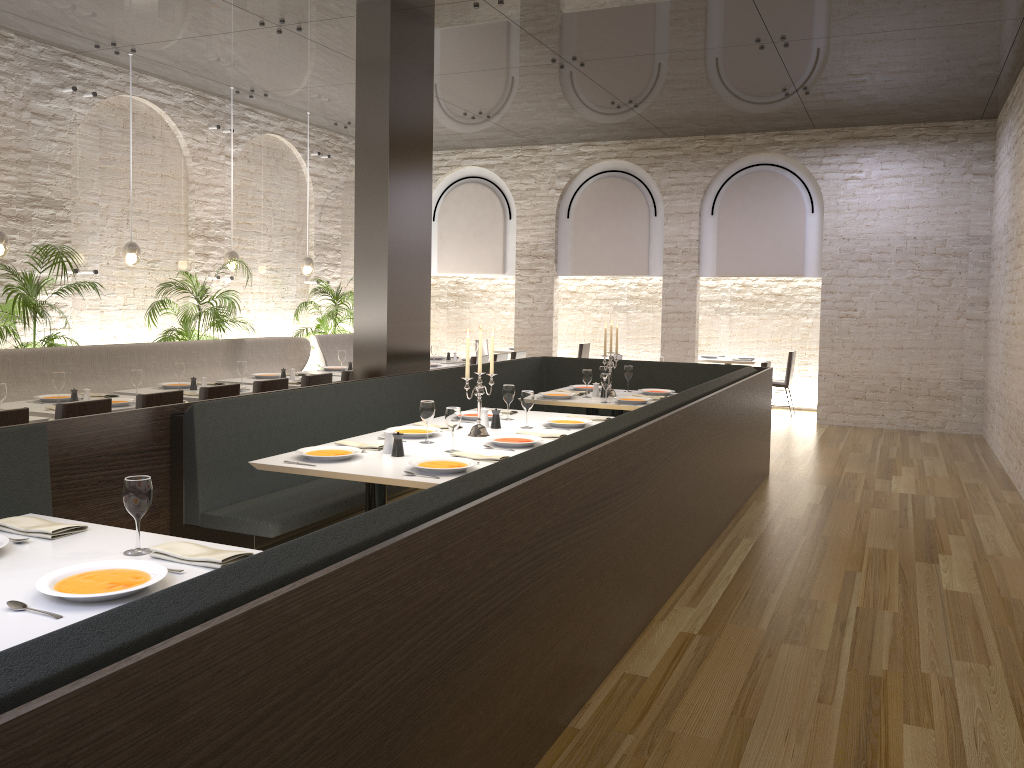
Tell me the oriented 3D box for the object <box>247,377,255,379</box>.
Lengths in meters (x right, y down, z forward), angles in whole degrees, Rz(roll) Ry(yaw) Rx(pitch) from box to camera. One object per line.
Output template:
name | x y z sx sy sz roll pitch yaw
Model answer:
object | -2.450 -0.053 8.431 0.185 0.010 0.017 3 5 24

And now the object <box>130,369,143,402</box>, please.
object | -2.765 0.010 6.531 0.086 0.230 0.086 3 4 30

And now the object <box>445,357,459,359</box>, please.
object | -0.867 -0.360 11.978 0.273 0.033 0.143 3 6 24

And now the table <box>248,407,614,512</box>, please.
table | -0.247 0.679 5.166 1.101 0.758 2.544 3 6 24

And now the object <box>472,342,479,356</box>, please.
object | -0.487 -0.434 11.715 0.086 0.230 0.087 -1 4 -36

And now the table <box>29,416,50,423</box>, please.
table | -3.536 0.606 5.311 0.937 0.758 1.012 3 5 24

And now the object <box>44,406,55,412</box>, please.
object | -2.965 0.170 5.918 0.273 0.033 0.143 3 6 24

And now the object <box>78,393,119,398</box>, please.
object | -3.156 0.087 6.769 0.273 0.033 0.143 3 6 24

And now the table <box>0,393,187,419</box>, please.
table | -3.068 0.515 6.375 0.937 0.758 1.012 3 5 24

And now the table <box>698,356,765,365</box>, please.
table | 3.153 0.007 12.995 0.937 0.758 1.012 3 5 24

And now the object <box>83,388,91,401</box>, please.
object | -3.030 0.086 6.315 0.059 0.109 0.059 2 4 15

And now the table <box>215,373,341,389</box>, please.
table | -2.130 0.332 8.509 0.937 0.758 1.012 3 5 24

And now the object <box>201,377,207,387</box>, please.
object | -2.563 -0.006 7.377 0.059 0.109 0.059 2 4 15

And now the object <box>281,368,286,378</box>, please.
object | -2.175 -0.098 8.435 0.059 0.109 0.059 2 4 15

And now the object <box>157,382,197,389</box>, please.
object | -2.843 0.015 7.526 0.322 0.036 0.322 1 5 2

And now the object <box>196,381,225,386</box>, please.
object | -2.689 -0.004 7.831 0.273 0.033 0.143 3 6 24

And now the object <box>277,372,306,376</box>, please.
object | -2.219 -0.096 8.903 0.273 0.033 0.143 3 6 24

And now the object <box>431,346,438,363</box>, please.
object | -0.940 -0.346 10.684 0.086 0.230 0.087 -1 4 -36

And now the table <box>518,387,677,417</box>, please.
table | 0.780 0.479 7.505 1.101 0.758 1.190 3 5 24

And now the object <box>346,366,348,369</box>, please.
object | -1.769 -0.184 9.926 0.273 0.033 0.143 3 6 24

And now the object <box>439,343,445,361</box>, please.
object | -0.902 -0.413 11.402 0.086 0.230 0.087 -1 4 -36

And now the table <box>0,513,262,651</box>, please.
table | -1.729 0.968 1.796 1.101 0.758 2.544 3 6 24

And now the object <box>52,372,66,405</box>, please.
object | -3.181 0.032 6.219 0.086 0.230 0.086 0 3 -18

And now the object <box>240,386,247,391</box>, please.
object | -2.352 0.044 7.308 0.322 0.036 0.322 1 5 2

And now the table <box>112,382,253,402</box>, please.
table | -2.601 0.423 7.438 0.937 0.758 1.012 3 5 24

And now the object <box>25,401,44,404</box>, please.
object | -3.388 0.130 6.297 0.185 0.010 0.017 3 5 24

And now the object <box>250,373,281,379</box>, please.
object | -2.372 -0.077 8.597 0.322 0.036 0.322 1 5 2

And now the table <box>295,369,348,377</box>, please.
table | -1.681 0.244 9.532 0.937 0.758 1.012 3 5 24

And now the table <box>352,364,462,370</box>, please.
table | -1.237 0.157 10.541 0.937 0.758 1.012 3 5 24

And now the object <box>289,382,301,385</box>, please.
object | -2.027 -0.013 8.052 0.273 0.033 0.143 3 6 24

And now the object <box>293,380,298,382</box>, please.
object | -1.959 -0.026 8.214 0.181 0.015 0.038 4 6 25

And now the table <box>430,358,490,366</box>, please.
table | -0.778 0.068 11.584 0.937 0.758 1.012 3 5 24

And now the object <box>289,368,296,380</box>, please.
object | -2.093 -0.097 8.449 0.059 0.109 0.059 2 4 15

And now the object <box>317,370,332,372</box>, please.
object | -2.001 -0.140 9.454 0.185 0.010 0.017 3 5 24

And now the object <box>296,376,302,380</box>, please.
object | -1.881 -0.048 8.380 0.322 0.036 0.322 1 5 2

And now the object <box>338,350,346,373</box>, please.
object | -1.797 -0.238 9.368 0.086 0.230 0.087 -1 4 -36

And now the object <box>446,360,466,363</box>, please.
object | -0.675 -0.276 11.127 0.273 0.033 0.143 3 6 24

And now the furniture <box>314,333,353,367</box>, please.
furniture | -1.642 -0.107 11.478 0.707 1.095 2.590 3 5 24

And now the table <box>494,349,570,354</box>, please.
table | 0.314 -0.161 14.238 0.937 0.758 1.012 3 5 24

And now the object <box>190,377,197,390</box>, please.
object | -2.646 -0.006 7.364 0.059 0.109 0.059 2 4 15

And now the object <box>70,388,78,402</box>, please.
object | -3.113 0.085 6.301 0.059 0.109 0.059 2 4 15

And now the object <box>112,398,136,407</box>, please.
object | -2.819 0.135 6.246 0.322 0.036 0.322 2 5 6

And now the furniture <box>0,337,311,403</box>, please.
furniture | -3.121 0.182 8.115 0.709 1.094 4.485 3 5 24

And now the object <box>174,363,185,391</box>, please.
object | -2.724 -0.057 7.258 0.086 0.230 0.087 0 4 -24

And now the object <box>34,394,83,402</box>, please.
object | -3.310 0.106 6.463 0.322 0.036 0.322 2 5 6

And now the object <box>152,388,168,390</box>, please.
object | -2.921 0.039 7.360 0.185 0.010 0.017 3 5 24

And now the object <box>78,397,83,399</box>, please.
object | -3.243 0.100 6.627 0.181 0.015 0.038 4 6 25

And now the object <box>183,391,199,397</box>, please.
object | -2.498 0.079 6.980 0.273 0.033 0.143 3 6 24
